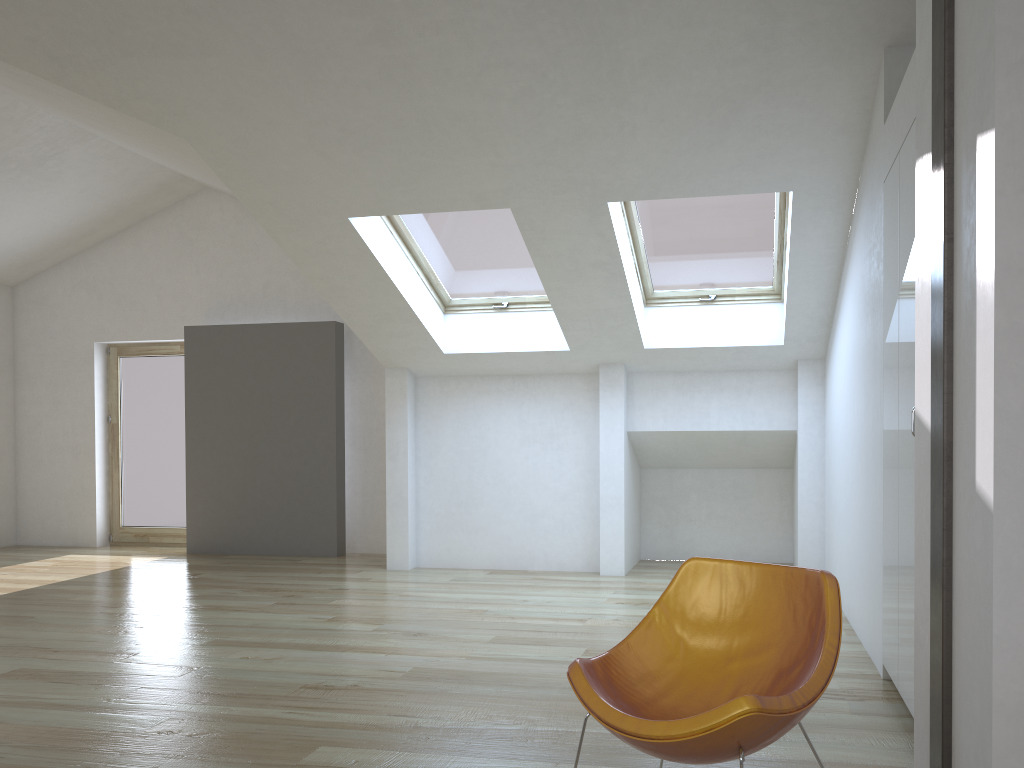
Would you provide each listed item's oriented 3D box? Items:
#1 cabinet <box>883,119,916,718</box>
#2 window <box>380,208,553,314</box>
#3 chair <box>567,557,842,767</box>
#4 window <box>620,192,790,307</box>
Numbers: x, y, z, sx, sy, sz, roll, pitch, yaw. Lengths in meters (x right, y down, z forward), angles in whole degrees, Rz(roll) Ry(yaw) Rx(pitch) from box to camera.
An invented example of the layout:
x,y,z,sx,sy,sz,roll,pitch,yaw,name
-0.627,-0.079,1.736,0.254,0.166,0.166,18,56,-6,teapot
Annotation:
x,y,z,sx,sy,sz,roll,pitch,yaw,name
1.459,0.163,3.163,0.122,2.243,1.766,0,-1,15,cabinet
-0.239,-0.919,6.417,1.498,0.729,1.871,-1,-3,14,window
0.548,0.883,2.467,0.652,0.723,0.720,-1,-2,44,chair
1.341,-0.947,6.085,1.498,0.729,1.871,-1,-3,14,window
